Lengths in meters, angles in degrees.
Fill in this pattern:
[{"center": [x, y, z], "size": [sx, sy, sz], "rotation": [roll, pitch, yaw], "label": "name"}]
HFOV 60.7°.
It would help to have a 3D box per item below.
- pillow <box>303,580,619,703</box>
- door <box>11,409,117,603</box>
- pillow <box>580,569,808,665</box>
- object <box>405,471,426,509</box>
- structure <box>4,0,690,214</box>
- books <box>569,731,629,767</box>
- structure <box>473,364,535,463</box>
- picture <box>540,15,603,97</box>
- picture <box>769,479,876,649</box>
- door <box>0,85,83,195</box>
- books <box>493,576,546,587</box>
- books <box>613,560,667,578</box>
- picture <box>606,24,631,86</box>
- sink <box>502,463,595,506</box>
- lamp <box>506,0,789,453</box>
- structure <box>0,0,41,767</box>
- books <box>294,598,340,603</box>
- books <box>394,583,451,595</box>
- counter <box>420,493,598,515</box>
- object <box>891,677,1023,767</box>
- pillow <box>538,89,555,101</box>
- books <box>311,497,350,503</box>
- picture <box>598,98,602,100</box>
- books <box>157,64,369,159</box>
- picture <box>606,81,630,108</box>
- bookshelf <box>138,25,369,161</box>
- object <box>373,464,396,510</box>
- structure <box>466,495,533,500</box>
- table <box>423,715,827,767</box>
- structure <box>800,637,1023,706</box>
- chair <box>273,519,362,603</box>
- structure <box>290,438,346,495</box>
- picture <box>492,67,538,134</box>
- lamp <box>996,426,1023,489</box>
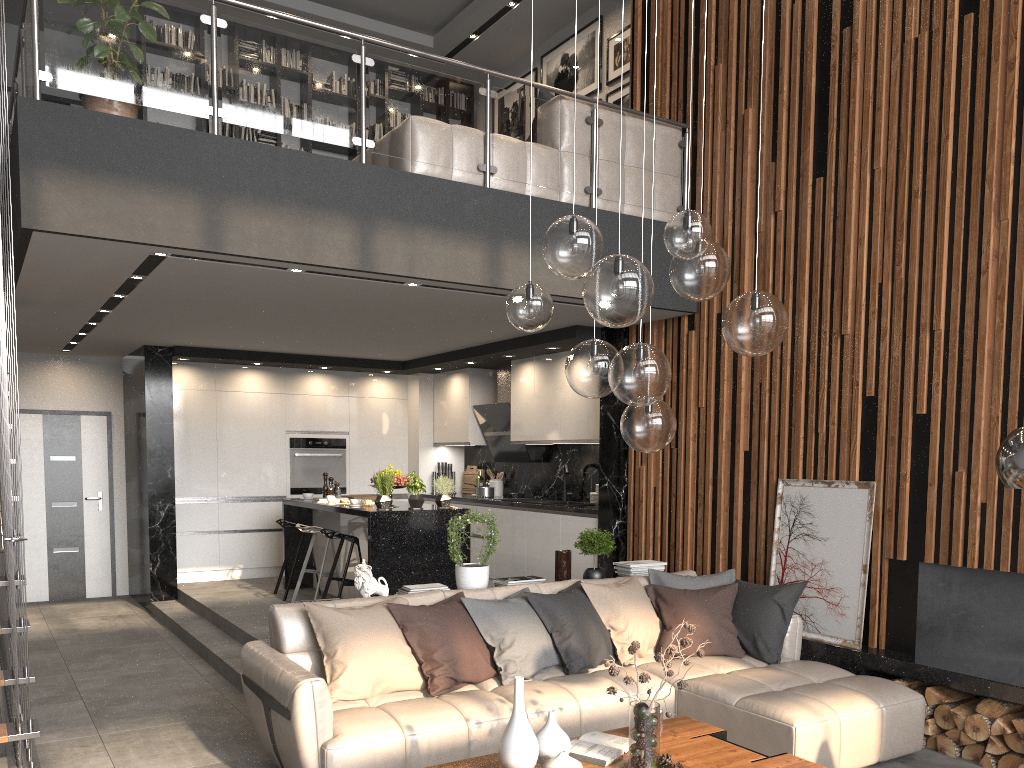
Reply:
[{"center": [-0.139, 1.397, 4.820], "size": [1.941, 0.503, 0.541], "rotation": [3, -2, -33], "label": "pillow"}, {"center": [-4.854, 1.330, 9.501], "size": [0.972, 2.100, 0.168], "rotation": [-1, 5, -32], "label": "door"}, {"center": [1.095, 1.465, 5.462], "size": [1.383, 0.552, 0.759], "rotation": [0, -2, -2], "label": "pillow"}, {"center": [-0.794, 0.875, 7.210], "size": [0.178, 0.315, 0.171], "rotation": [0, 2, -21], "label": "object"}, {"center": [-1.377, -1.494, 6.663], "size": [4.223, 0.744, 3.370], "rotation": [3, -5, -32], "label": "structure"}, {"center": [0.375, 1.524, 3.675], "size": [0.231, 0.040, 0.343], "rotation": [-3, -6, 36], "label": "books"}, {"center": [-0.055, 0.315, 9.261], "size": [0.413, 1.039, 0.734], "rotation": [-2, 2, -32], "label": "structure"}, {"center": [0.557, -2.999, 8.420], "size": [0.025, 0.660, 0.989], "rotation": [-2, 0, -32], "label": "picture"}, {"center": [1.920, 1.101, 5.487], "size": [0.101, 1.007, 0.725], "rotation": [-2, 3, -32], "label": "picture"}, {"center": [-4.831, -1.968, 9.243], "size": [0.972, 2.100, 0.168], "rotation": [-1, 5, -32], "label": "door"}, {"center": [0.031, 1.313, 5.696], "size": [0.325, 0.100, 0.204], "rotation": [3, -4, -32], "label": "books"}, {"center": [0.903, 1.334, 6.176], "size": [0.332, 0.151, 0.199], "rotation": [2, -2, -31], "label": "books"}, {"center": [0.998, -2.931, 7.728], "size": [0.025, 0.414, 0.503], "rotation": [-2, 1, -32], "label": "picture"}, {"center": [0.397, 1.036, 8.427], "size": [0.497, 0.550, 1.110], "rotation": [0, -2, -32], "label": "sink"}, {"center": [0.497, -2.250, 3.153], "size": [1.227, 5.041, 1.221], "rotation": [-2, 5, -35], "label": "lamp"}, {"center": [-3.749, -0.951, 5.304], "size": [1.175, 6.101, 3.577], "rotation": [-2, 3, -32], "label": "structure"}, {"center": [-1.091, 1.268, 4.986], "size": [0.294, 0.055, 0.183], "rotation": [3, -5, -28], "label": "books"}, {"center": [-0.526, 1.286, 5.355], "size": [0.348, 0.100, 0.193], "rotation": [3, -4, -32], "label": "books"}, {"center": [0.080, 1.200, 8.915], "size": [0.610, 0.040, 3.451], "rotation": [3, -6, -32], "label": "counter"}, {"center": [3.274, 1.736, 3.490], "size": [0.435, 0.392, 4.032], "rotation": [1, -4, -31], "label": "object"}, {"center": [0.345, -1.723, 6.740], "size": [0.760, 0.550, 1.383], "rotation": [0, -3, -2], "label": "pillow"}, {"center": [-1.703, 1.089, 8.226], "size": [0.323, 0.038, 0.172], "rotation": [3, -5, -33], "label": "books"}, {"center": [0.722, -2.387, 8.204], "size": [0.021, 0.445, 0.356], "rotation": [-2, 2, -32], "label": "picture"}, {"center": [-1.997, -2.218, 9.172], "size": [3.438, 2.349, 0.210], "rotation": [2, 3, -32], "label": "books"}, {"center": [1.028, -2.329, 7.713], "size": [0.025, 0.647, 0.643], "rotation": [-2, 1, -32], "label": "picture"}, {"center": [-2.002, -2.172, 9.183], "size": [3.521, 2.536, 0.246], "rotation": [1, 3, -32], "label": "bookshelf"}, {"center": [-1.026, 0.835, 7.088], "size": [0.196, 0.372, 0.185], "rotation": [1, 3, 13], "label": "object"}, {"center": [-0.147, 1.208, 9.278], "size": [0.510, 0.060, 0.599], "rotation": [3, -5, -32], "label": "structure"}, {"center": [0.443, 1.700, 3.446], "size": [1.453, 0.357, 0.896], "rotation": [3, -4, -32], "label": "table"}, {"center": [2.793, 1.760, 4.584], "size": [0.667, 0.461, 6.520], "rotation": [1, -5, -32], "label": "structure"}, {"center": [-1.723, 1.622, 7.844], "size": [0.434, 0.741, 1.725], "rotation": [-1, -2, -32], "label": "chair"}, {"center": [-2.329, 0.946, 10.100], "size": [0.655, 0.637, 0.649], "rotation": [1, 0, -32], "label": "structure"}, {"center": [0.018, -2.690, 9.301], "size": [0.025, 1.001, 0.868], "rotation": [-2, 2, -32], "label": "picture"}, {"center": [2.454, 0.638, 2.390], "size": [2.028, 2.355, 0.318], "rotation": [1, 4, 34], "label": "lamp"}]
